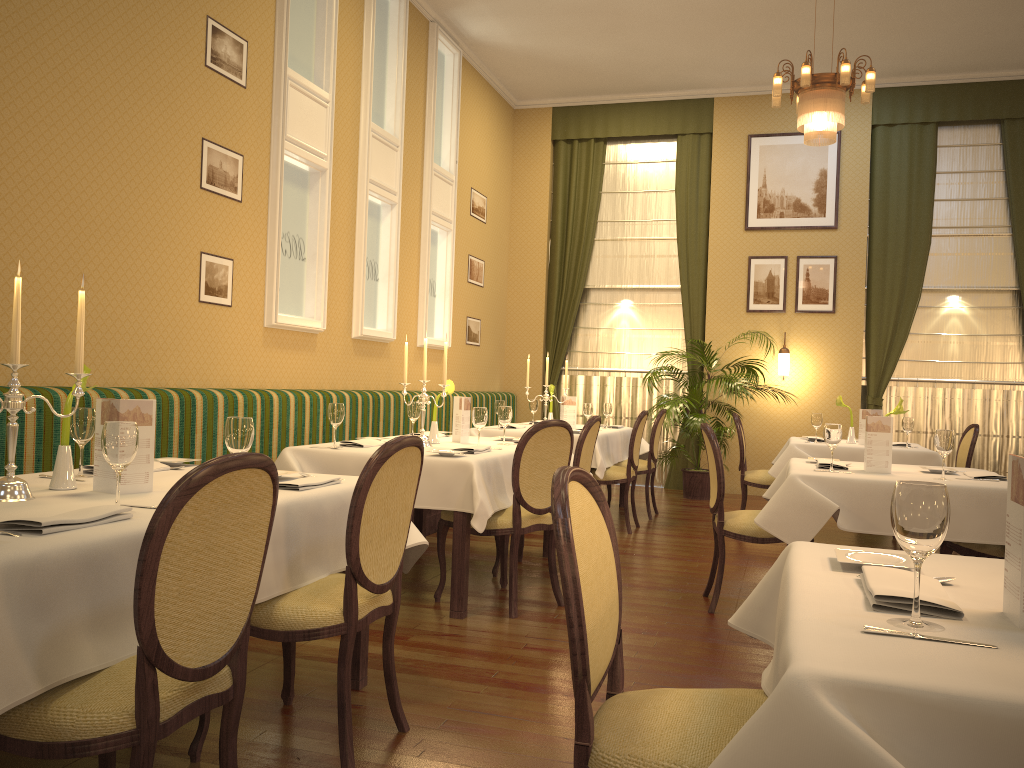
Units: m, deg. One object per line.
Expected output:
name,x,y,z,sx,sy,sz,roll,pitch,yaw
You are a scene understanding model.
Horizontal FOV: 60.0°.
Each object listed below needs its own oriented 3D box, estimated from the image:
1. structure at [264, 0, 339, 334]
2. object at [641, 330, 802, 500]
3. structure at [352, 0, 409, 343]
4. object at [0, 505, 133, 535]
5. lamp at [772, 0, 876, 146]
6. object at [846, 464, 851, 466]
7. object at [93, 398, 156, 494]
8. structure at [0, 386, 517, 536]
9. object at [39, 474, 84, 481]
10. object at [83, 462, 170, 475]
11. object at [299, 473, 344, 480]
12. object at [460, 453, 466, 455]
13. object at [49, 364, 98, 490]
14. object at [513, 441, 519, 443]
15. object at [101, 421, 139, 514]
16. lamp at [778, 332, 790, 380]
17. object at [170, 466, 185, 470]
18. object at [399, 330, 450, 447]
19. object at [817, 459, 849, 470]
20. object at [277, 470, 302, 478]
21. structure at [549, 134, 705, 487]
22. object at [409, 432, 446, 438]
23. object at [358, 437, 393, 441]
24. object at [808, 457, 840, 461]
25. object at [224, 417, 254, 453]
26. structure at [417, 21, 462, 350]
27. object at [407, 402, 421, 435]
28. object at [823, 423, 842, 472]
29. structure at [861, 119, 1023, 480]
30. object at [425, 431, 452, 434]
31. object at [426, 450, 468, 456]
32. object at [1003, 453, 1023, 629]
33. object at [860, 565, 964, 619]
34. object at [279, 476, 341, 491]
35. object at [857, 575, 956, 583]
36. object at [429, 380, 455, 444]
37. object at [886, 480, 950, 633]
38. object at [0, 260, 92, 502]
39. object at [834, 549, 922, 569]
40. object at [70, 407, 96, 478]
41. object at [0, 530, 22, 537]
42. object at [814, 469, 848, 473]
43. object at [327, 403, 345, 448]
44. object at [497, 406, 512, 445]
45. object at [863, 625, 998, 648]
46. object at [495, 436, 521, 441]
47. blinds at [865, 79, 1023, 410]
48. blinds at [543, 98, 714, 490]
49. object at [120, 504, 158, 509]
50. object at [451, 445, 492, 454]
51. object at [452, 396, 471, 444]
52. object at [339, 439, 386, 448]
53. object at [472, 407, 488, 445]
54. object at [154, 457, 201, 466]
structure,-1.468,-1.859,6.093,0.200,2.985,0.687,2,0,17
object,2.065,0.307,9.281,1.496,1.807,1.552,2,0,-2
structure,-1.110,-1.845,7.234,0.200,2.985,0.661,2,0,17
object,-1.026,0.309,2.040,0.142,0.033,0.273,2,0,17
lamp,1.950,-2.401,5.516,0.593,1.796,0.593,2,0,15
object,1.693,0.421,4.667,0.181,0.015,0.038,2,0,19
object,-1.140,0.182,2.590,0.166,0.277,0.081,2,0,-11
structure,-1.921,0.535,3.556,0.850,1.031,14.516,2,0,17
object,-1.443,0.302,2.849,0.185,0.010,0.017,2,0,19
object,-1.353,0.297,3.124,0.142,0.033,0.273,2,0,17
object,-0.679,0.329,3.154,0.181,0.015,0.038,2,0,19
object,-0.317,0.344,4.479,0.181,0.015,0.038,2,0,19
object,-1.322,0.124,2.669,0.076,0.375,0.163,2,0,-1
object,0.117,0.358,5.509,0.142,0.024,0.273,2,0,17
object,-0.987,0.210,2.227,0.088,0.229,0.088,2,0,-25
lamp,2.899,-0.301,9.510,0.114,0.513,0.323,2,0,7
object,-1.289,0.306,3.278,0.181,0.015,0.038,2,0,19
object,-0.489,0.021,4.922,0.390,0.655,0.131,2,0,32
object,1.629,0.412,4.513,0.142,0.033,0.273,2,0,17
object,-0.841,0.319,3.087,0.160,0.024,0.160,2,0,17
structure,1.344,-1.083,10.358,1.942,4.511,0.123,2,0,17
object,-0.544,0.329,5.704,0.142,0.033,0.273,2,0,17
object,-0.790,0.322,5.081,0.160,0.024,0.160,2,0,17
object,1.680,0.417,4.779,0.160,0.024,0.160,2,0,17
object,-0.831,0.216,2.692,0.088,0.229,0.088,2,0,-25
structure,-0.730,-1.830,8.445,0.200,2.985,0.670,2,0,17
object,-0.612,0.226,5.511,0.088,0.229,0.088,2,0,-31
object,1.560,0.309,4.320,0.088,0.229,0.088,2,0,-31
structure,4.681,-0.956,9.303,1.900,4.511,0.134,2,0,17
object,-0.492,0.334,5.969,0.160,0.024,0.160,2,0,17
object,-0.317,0.340,4.316,0.160,0.024,0.160,2,0,17
object,0.855,0.258,1.441,0.081,0.277,0.166,2,0,-26
object,0.719,0.376,1.611,0.142,0.033,0.273,2,0,17
object,-0.693,0.326,2.930,0.142,0.024,0.273,2,0,17
object,0.783,0.385,1.766,0.181,0.015,0.038,2,0,19
object,-0.413,0.160,5.123,0.163,0.375,0.076,2,0,39
object,0.650,0.272,1.419,0.088,0.229,0.088,2,0,-25
object,-1.342,-0.013,2.391,0.131,0.655,0.390,2,0,37
object,0.770,0.380,1.877,0.160,0.024,0.160,2,0,17
object,-1.421,0.193,2.931,0.088,0.229,0.088,2,0,-25
object,-1.127,0.311,1.899,0.181,0.015,0.038,2,0,19
object,1.539,0.417,4.238,0.185,0.010,0.017,2,0,19
object,-0.910,0.214,4.577,0.088,0.229,0.088,2,0,-25
object,-0.044,0.247,5.265,0.088,0.229,0.088,2,0,-25
object,0.629,0.381,1.337,0.185,0.010,0.017,2,0,19
object,-0.032,0.351,5.666,0.160,0.024,0.160,2,0,17
blinds,4.653,-0.970,9.188,1.878,4.537,0.129,2,0,17
blinds,1.312,-1.097,10.249,1.934,4.537,0.225,2,0,17
object,-0.953,0.320,2.324,0.185,0.010,0.017,2,0,18
object,-0.216,0.341,4.619,0.142,0.033,0.273,2,0,17
object,-0.290,0.216,5.303,0.081,0.277,0.166,2,0,-21
object,-0.799,0.319,4.767,0.142,0.033,0.273,2,0,17
object,-0.177,0.242,4.807,0.088,0.229,0.088,2,0,-25
object,-1.301,0.302,3.390,0.160,0.024,0.160,2,0,17
